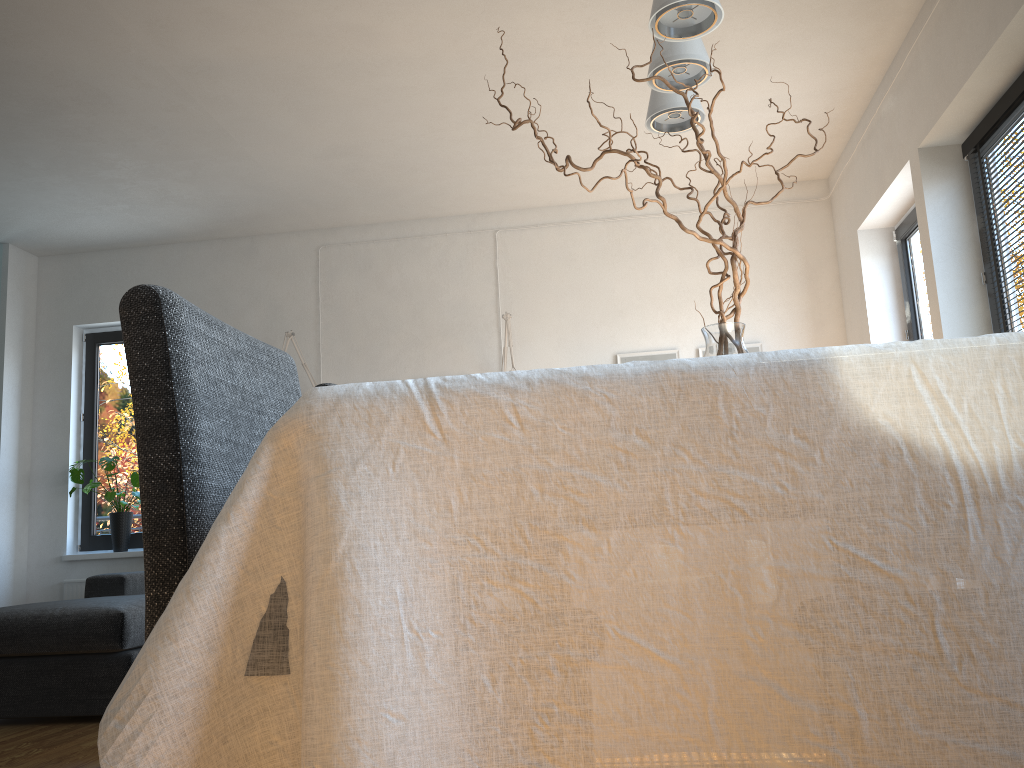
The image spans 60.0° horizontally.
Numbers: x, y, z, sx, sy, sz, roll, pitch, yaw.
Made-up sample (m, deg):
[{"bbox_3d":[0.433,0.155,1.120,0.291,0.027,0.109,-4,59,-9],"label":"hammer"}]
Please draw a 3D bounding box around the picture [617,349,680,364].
[{"bbox_3d":[0.871,0.056,5.540,0.390,0.531,0.059,-4,-10,7],"label":"picture"}]

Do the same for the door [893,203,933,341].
[{"bbox_3d":[2.175,0.137,4.376,0.119,2.269,0.978,-4,-10,7],"label":"door"}]

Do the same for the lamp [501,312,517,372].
[{"bbox_3d":[0.011,-0.119,5.375,0.200,0.668,0.700,-3,-10,-2],"label":"lamp"}]

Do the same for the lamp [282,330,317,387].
[{"bbox_3d":[-1.408,-0.012,5.548,0.200,0.668,0.699,-6,-10,16],"label":"lamp"}]

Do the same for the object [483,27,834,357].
[{"bbox_3d":[0.302,-0.296,1.515,0.615,0.783,0.404,0,-10,-18],"label":"object"}]

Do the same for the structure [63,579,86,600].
[{"bbox_3d":[-2.525,1.483,5.750,0.817,0.458,0.076,-4,-10,4],"label":"structure"}]

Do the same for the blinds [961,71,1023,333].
[{"bbox_3d":[1.980,-0.419,3.414,0.049,1.419,0.712,-4,-10,7],"label":"blinds"}]

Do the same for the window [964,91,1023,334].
[{"bbox_3d":[13.644,0.719,0.657,21.857,18.327,12.987,-10,-12,36],"label":"window"}]

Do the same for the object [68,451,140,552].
[{"bbox_3d":[-2.607,0.764,5.828,0.657,0.673,0.448,-3,-10,-2],"label":"object"}]

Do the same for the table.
[{"bbox_3d":[0.385,0.477,1.489,1.235,0.761,1.861,-4,-10,8],"label":"table"}]

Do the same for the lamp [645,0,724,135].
[{"bbox_3d":[0.285,-1.249,1.759,0.131,1.281,0.761,-4,-10,7],"label":"lamp"}]

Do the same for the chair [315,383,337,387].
[{"bbox_3d":[-0.097,0.482,1.925,0.545,0.958,0.462,-5,-10,12],"label":"chair"}]

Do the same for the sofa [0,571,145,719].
[{"bbox_3d":[-1.012,1.053,4.492,2.509,0.846,2.168,-4,-10,7],"label":"sofa"}]

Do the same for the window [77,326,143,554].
[{"bbox_3d":[-6.056,5.085,18.896,13.980,18.327,24.427,-5,-10,13],"label":"window"}]

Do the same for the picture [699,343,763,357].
[{"bbox_3d":[1.375,0.018,5.478,0.390,0.531,0.059,-4,-10,7],"label":"picture"}]

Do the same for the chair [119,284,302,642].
[{"bbox_3d":[-0.189,0.362,1.236,0.545,0.958,0.462,-4,-10,7],"label":"chair"}]
